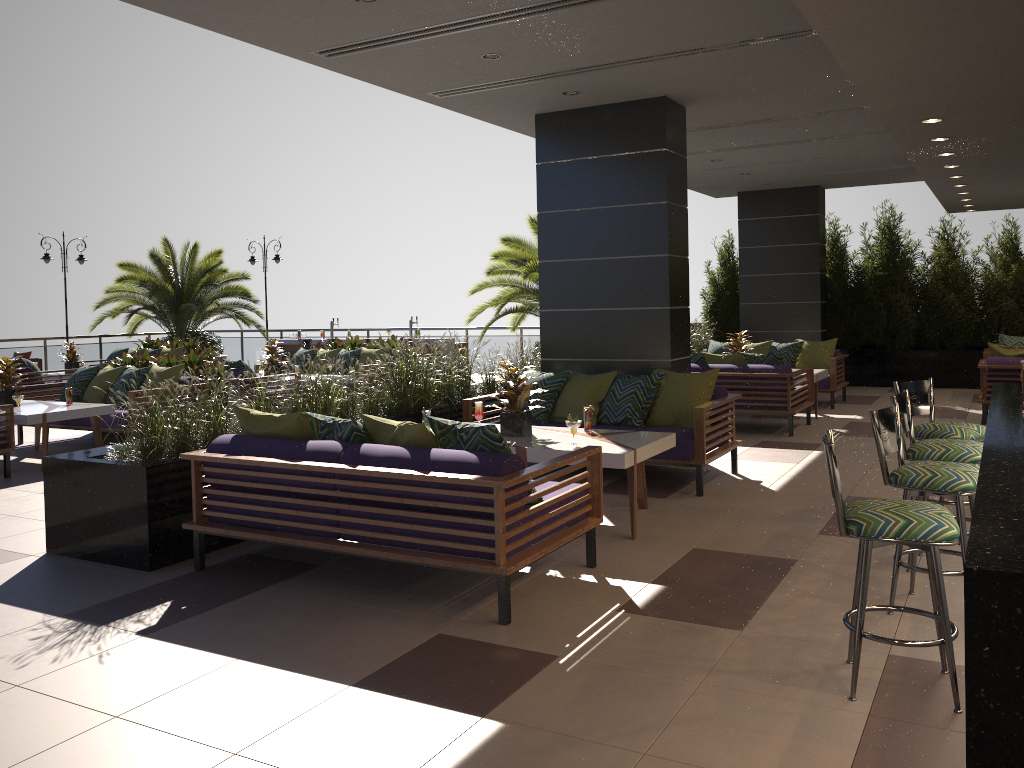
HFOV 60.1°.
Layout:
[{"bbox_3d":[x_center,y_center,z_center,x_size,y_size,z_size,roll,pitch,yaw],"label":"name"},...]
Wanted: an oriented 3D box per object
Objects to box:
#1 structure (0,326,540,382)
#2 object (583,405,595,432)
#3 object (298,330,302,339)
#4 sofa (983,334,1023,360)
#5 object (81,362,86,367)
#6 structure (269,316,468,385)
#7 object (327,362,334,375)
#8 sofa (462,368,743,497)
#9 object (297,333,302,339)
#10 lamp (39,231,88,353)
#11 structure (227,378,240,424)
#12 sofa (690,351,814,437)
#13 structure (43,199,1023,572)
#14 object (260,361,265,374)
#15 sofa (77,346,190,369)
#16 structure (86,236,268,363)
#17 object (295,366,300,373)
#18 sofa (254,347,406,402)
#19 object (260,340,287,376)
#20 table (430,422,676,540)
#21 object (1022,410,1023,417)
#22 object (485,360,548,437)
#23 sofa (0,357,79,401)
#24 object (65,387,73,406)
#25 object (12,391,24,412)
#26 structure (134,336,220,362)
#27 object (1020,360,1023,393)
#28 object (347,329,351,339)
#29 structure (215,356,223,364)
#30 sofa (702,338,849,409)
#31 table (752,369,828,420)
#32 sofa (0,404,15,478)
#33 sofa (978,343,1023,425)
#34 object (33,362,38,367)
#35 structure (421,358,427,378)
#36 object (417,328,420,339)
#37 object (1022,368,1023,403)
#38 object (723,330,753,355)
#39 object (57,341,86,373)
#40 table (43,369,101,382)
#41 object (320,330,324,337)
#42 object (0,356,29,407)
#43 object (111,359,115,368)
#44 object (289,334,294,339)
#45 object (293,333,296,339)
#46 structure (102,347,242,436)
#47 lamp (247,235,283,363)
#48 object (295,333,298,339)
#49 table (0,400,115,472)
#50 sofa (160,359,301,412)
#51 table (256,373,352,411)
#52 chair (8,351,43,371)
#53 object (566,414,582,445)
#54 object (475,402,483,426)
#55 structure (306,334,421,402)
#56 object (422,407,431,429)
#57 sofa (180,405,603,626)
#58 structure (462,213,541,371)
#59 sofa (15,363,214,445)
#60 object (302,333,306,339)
[{"bbox_3d":[-6.482,0.060,11.810,12.917,1.056,17.548,1,6,29],"label":"structure"},{"bbox_3d":[0.549,0.247,6.324,0.067,0.189,0.084,-3,2,-36],"label":"object"},{"bbox_3d":[-4.386,-1.017,18.268,0.067,0.189,0.084,-3,2,-36],"label":"object"},{"bbox_3d":[7.687,-0.245,12.149,2.126,0.918,1.122,1,4,29],"label":"sofa"},{"bbox_3d":[-6.865,-0.254,14.177,0.067,0.189,0.084,-3,2,-31],"label":"object"},{"bbox_3d":[-2.963,-0.680,17.788,4.401,1.326,0.806,1,3,29],"label":"structure"},{"bbox_3d":[-2.572,-0.222,12.557,0.106,0.197,0.106,-3,3,-28],"label":"object"},{"bbox_3d":[0.761,0.324,7.562,2.126,0.918,1.122,1,4,29],"label":"sofa"},{"bbox_3d":[-4.488,-0.963,18.731,0.105,0.208,0.105,-1,2,4],"label":"object"},{"bbox_3d":[-9.626,-1.632,19.115,0.264,3.322,1.124,-1,2,29],"label":"lamp"},{"bbox_3d":[-3.245,0.288,10.344,0.100,0.699,0.180,-1,2,29],"label":"structure"},{"bbox_3d":[2.339,0.040,10.383,2.126,0.918,1.122,1,4,29],"label":"sofa"},{"bbox_3d":[0.884,-0.500,4.293,7.817,3.115,24.792,1,6,29],"label":"structure"},{"bbox_3d":[-3.716,-0.250,13.211,0.082,0.197,0.069,-2,2,-19],"label":"object"},{"bbox_3d":[-6.687,-0.206,15.757,2.126,0.918,1.122,1,4,29],"label":"sofa"},{"bbox_3d":[-7.526,-1.759,20.176,3.800,3.297,3.762,-2,3,-3],"label":"structure"},{"bbox_3d":[-2.911,-0.156,11.988,0.069,0.181,0.069,-1,2,17],"label":"object"},{"bbox_3d":[-2.786,-0.112,13.573,2.126,0.918,1.122,1,4,29],"label":"sofa"},{"bbox_3d":[-3.380,-0.361,12.500,0.425,0.525,0.431,1,4,41],"label":"object"},{"bbox_3d":[0.030,0.637,6.265,2.037,0.552,0.944,1,5,29],"label":"table"},{"bbox_3d":[1.818,0.150,3.048,0.106,0.197,0.106,-3,3,-33],"label":"object"},{"bbox_3d":[0.013,0.100,6.243,0.430,0.525,0.426,1,4,41],"label":"object"},{"bbox_3d":[-7.827,-0.003,13.747,2.126,0.918,1.122,1,4,29],"label":"sofa"},{"bbox_3d":[-4.580,0.127,9.156,0.067,0.189,0.084,-3,2,-31],"label":"object"},{"bbox_3d":[-4.840,0.171,8.678,0.106,0.197,0.106,-3,3,-28],"label":"object"},{"bbox_3d":[-6.344,-0.304,16.467,2.251,1.170,0.739,1,3,31],"label":"structure"},{"bbox_3d":[2.928,-0.042,5.033,0.069,0.181,0.069,-1,2,1],"label":"object"},{"bbox_3d":[-3.245,-1.001,17.633,0.069,0.211,0.069,-1,2,12],"label":"object"},{"bbox_3d":[-5.263,-0.148,15.933,0.100,0.699,0.180,-1,2,29],"label":"structure"},{"bbox_3d":[3.592,-0.186,12.623,2.126,0.918,1.122,1,4,29],"label":"sofa"},{"bbox_3d":[2.977,0.107,11.532,2.037,0.552,0.944,1,5,29],"label":"table"},{"bbox_3d":[-5.768,0.427,8.219,2.126,0.918,1.122,1,4,29],"label":"sofa"},{"bbox_3d":[6.434,-0.019,9.909,2.126,0.918,1.122,1,4,29],"label":"sofa"},{"bbox_3d":[-7.930,-0.272,14.736,0.069,0.181,0.069,-1,2,17],"label":"object"},{"bbox_3d":[-1.345,-0.054,13.740,0.100,0.699,0.180,-1,2,29],"label":"structure"},{"bbox_3d":[-1.770,-0.958,16.803,0.069,0.197,0.082,-2,2,-24],"label":"object"},{"bbox_3d":[2.629,0.007,4.507,0.084,0.189,0.067,-3,2,-36],"label":"object"},{"bbox_3d":[2.962,-0.432,11.521,0.425,0.525,0.430,-4,4,-43],"label":"object"},{"bbox_3d":[-7.326,-0.455,14.698,0.425,0.525,0.430,-3,3,-33],"label":"object"},{"bbox_3d":[-7.251,0.079,14.732,2.037,0.552,0.944,1,5,29],"label":"table"},{"bbox_3d":[-3.858,-1.001,17.977,0.069,0.181,0.069,-1,2,1],"label":"object"},{"bbox_3d":[-5.235,-0.028,9.195,0.425,0.525,0.430,-4,4,-43],"label":"object"},{"bbox_3d":[-6.662,-0.321,14.771,0.069,0.211,0.069,-1,2,17],"label":"object"},{"bbox_3d":[-4.689,-0.968,18.840,0.105,0.208,0.105,-1,2,4],"label":"object"},{"bbox_3d":[-4.639,-0.978,18.944,0.105,0.208,0.105,-1,2,4],"label":"object"},{"bbox_3d":[-4.276,0.129,10.905,2.419,1.171,0.702,1,3,31],"label":"structure"},{"bbox_3d":[-5.875,-1.903,21.169,1.122,3.322,0.264,0,2,29],"label":"lamp"},{"bbox_3d":[-4.553,-0.971,18.835,0.105,0.208,0.105,-1,2,4],"label":"object"},{"bbox_3d":[-5.209,0.508,9.231,2.037,0.552,0.944,1,5,29],"label":"table"},{"bbox_3d":[-3.919,0.091,11.558,2.126,0.918,1.122,1,4,29],"label":"sofa"},{"bbox_3d":[-3.353,0.174,12.549,2.037,0.552,0.944,1,5,29],"label":"table"},{"bbox_3d":[-9.918,-0.241,17.648,0.714,0.814,0.716,0,3,29],"label":"chair"},{"bbox_3d":[0.402,0.296,5.758,0.106,0.197,0.106,-3,3,-33],"label":"object"},{"bbox_3d":[-0.254,0.229,6.814,0.069,0.181,0.069,-1,2,12],"label":"object"},{"bbox_3d":[-2.386,-0.212,14.290,2.251,1.170,0.739,1,3,31],"label":"structure"},{"bbox_3d":[-0.607,0.268,6.295,0.069,0.211,0.069,-1,2,12],"label":"object"},{"bbox_3d":[-0.678,0.583,4.991,2.126,0.918,1.122,1,4,29],"label":"sofa"},{"bbox_3d":[1.040,-1.558,15.446,3.802,3.297,3.759,-3,4,-18],"label":"structure"},{"bbox_3d":[-4.629,0.224,10.230,2.126,0.918,1.122,1,4,29],"label":"sofa"},{"bbox_3d":[-4.425,-0.973,18.819,0.105,0.208,0.105,-1,2,4],"label":"object"}]
